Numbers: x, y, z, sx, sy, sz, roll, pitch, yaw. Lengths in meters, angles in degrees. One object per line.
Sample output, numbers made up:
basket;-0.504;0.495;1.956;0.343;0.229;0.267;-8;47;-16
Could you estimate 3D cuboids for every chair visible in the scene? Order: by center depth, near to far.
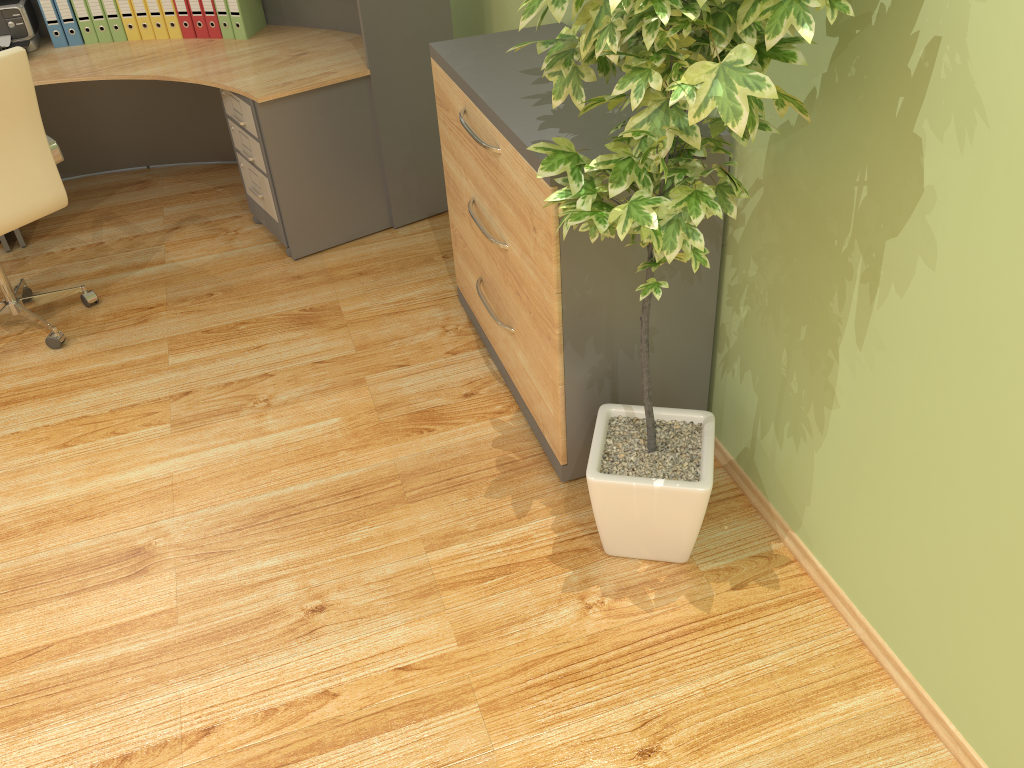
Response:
chair;-1.941;-0.637;3.173;0.652;1.048;0.584;20;43;29

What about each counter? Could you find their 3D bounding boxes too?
counter;-2.242;-1.117;3.548;3.444;0.018;1.723;-24;41;-24

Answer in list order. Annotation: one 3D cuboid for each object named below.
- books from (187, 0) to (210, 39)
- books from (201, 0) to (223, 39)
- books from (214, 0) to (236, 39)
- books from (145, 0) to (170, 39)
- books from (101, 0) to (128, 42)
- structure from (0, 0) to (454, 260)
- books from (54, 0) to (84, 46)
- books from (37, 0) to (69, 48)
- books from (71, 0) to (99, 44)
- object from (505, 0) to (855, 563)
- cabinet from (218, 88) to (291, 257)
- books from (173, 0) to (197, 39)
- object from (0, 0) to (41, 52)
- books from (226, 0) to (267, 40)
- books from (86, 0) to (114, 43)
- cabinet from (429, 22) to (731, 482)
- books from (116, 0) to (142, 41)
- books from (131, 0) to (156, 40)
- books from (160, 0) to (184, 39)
books;-1.397;-1.767;4.075;0.063;0.282;0.231;7;38;14
books;-1.351;-1.760;4.062;0.062;0.282;0.233;1;37;7
books;-1.257;-1.749;4.037;0.063;0.282;0.231;12;40;20
books;-1.634;-1.776;4.112;0.062;0.282;0.233;-5;37;-1
books;-1.825;-1.773;4.128;0.063;0.282;0.231;-1;37;4
structure;-2.263;-1.010;3.687;3.673;1.049;1.837;-24;41;-24
books;-2.069;-1.743;4.113;0.062;0.282;0.233;-16;38;-15
books;-2.136;-1.731;4.105;0.062;0.282;0.233;-16;38;-15
books;-1.991;-1.756;4.123;0.062;0.282;0.233;-13;38;-11
object;0.265;-0.366;1.867;0.649;1.905;0.916;-22;40;-22
cabinet;-0.909;-1.004;3.851;0.502;0.692;0.463;-24;41;-24
books;-1.465;-1.772;4.089;0.063;0.282;0.231;7;38;14
object;-2.360;-1.575;3.974;0.397;0.217;0.458;-14;38;-13
books;-1.191;-1.737;4.014;0.063;0.282;0.231;12;40;21
books;-1.926;-1.763;4.125;0.062;0.282;0.233;-13;38;-11
cabinet;0.138;-0.458;2.772;0.501;0.966;1.115;-14;38;-13
books;-1.753;-1.777;4.126;0.063;0.282;0.231;0;37;6
books;-1.683;-1.778;4.121;0.063;0.282;0.231;0;37;7
books;-1.566;-1.775;4.104;0.062;0.282;0.233;-5;37;-1
